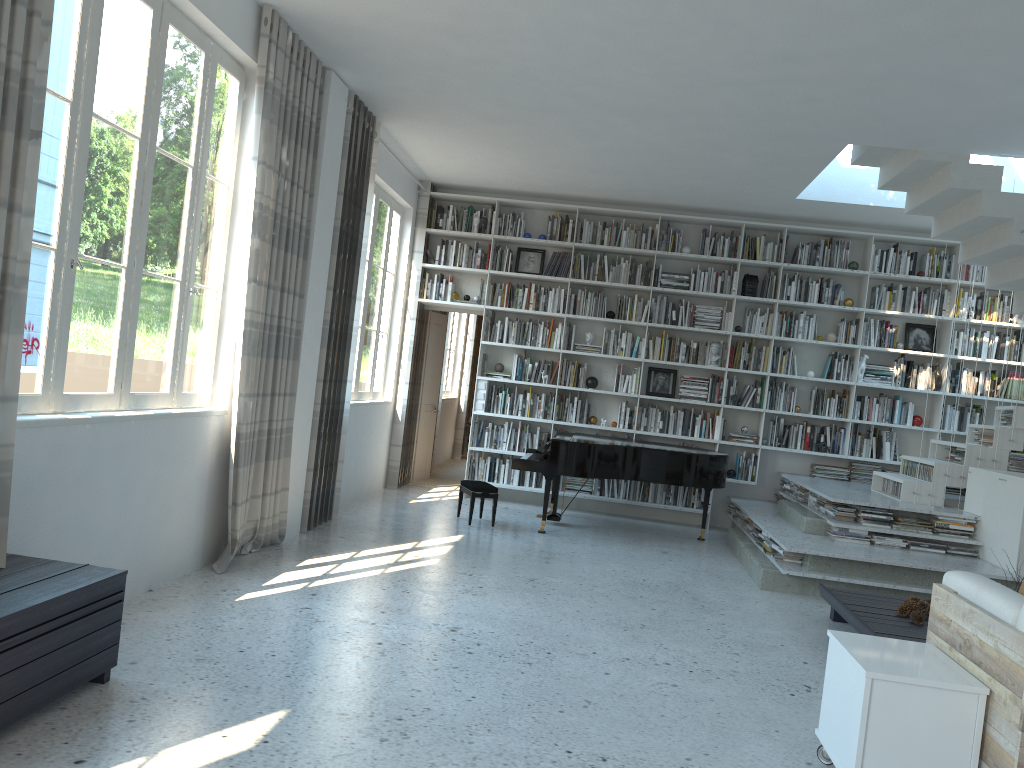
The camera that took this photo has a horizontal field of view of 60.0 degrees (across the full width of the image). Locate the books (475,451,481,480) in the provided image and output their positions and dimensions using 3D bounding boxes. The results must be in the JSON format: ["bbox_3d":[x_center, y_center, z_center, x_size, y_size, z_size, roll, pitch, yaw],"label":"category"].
[{"bbox_3d":[-0.364,0.866,9.399,0.044,0.294,0.181,7,1,6],"label":"books"}]

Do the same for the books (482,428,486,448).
[{"bbox_3d":[-0.282,0.571,9.399,0.024,0.198,0.148,7,1,6],"label":"books"}]

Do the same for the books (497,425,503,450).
[{"bbox_3d":[-0.127,0.562,9.355,0.010,0.252,0.177,7,1,6],"label":"books"}]

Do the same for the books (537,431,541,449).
[{"bbox_3d":[0.283,0.616,9.311,0.011,0.239,0.174,7,1,6],"label":"books"}]

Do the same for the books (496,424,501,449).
[{"bbox_3d":[-0.138,0.558,9.361,0.013,0.257,0.189,7,1,6],"label":"books"}]

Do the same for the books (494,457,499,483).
[{"bbox_3d":[-0.152,0.909,9.384,0.027,0.256,0.160,7,1,6],"label":"books"}]

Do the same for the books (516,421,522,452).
[{"bbox_3d":[0.076,0.548,9.336,0.014,0.325,0.170,7,1,6],"label":"books"}]

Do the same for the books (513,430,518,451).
[{"bbox_3d":[0.039,0.595,9.362,0.028,0.225,0.134,7,1,6],"label":"books"}]

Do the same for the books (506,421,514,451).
[{"bbox_3d":[-0.021,0.546,9.351,0.039,0.307,0.172,7,1,6],"label":"books"}]

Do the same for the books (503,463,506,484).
[{"bbox_3d":[-0.068,0.941,9.386,0.014,0.211,0.146,7,1,6],"label":"books"}]

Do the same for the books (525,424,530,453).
[{"bbox_3d":[0.164,0.571,9.339,0.013,0.301,0.172,7,1,6],"label":"books"}]

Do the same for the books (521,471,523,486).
[{"bbox_3d":[0.121,0.914,9.362,0.013,0.310,0.130,7,1,6],"label":"books"}]

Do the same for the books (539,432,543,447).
[{"bbox_3d":[0.306,0.624,9.344,0.030,0.227,0.140,7,1,6],"label":"books"}]

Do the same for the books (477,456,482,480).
[{"bbox_3d":[-0.332,0.893,9.403,0.024,0.246,0.143,7,1,6],"label":"books"}]

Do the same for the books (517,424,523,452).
[{"bbox_3d":[0.088,0.565,9.343,0.012,0.295,0.176,7,1,6],"label":"books"}]

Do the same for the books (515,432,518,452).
[{"bbox_3d":[0.059,0.605,9.359,0.013,0.209,0.154,7,1,6],"label":"books"}]

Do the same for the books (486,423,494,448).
[{"bbox_3d":[-0.231,0.543,9.377,0.029,0.266,0.171,7,1,6],"label":"books"}]

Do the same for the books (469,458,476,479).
[{"bbox_3d":[-0.422,0.898,9.417,0.023,0.216,0.158,7,1,6],"label":"books"}]

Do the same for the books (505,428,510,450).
[{"bbox_3d":[-0.048,0.581,9.374,0.012,0.232,0.148,7,1,6],"label":"books"}]

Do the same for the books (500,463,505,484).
[{"bbox_3d":[-0.094,0.943,9.359,0.030,0.201,0.168,7,1,6],"label":"books"}]

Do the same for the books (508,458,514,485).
[{"bbox_3d":[-0.005,0.921,9.353,0.025,0.266,0.159,7,1,6],"label":"books"}]

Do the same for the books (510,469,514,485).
[{"bbox_3d":[0.015,0.948,9.351,0.021,0.218,0.190,7,1,6],"label":"books"}]

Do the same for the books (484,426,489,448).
[{"bbox_3d":[-0.260,0.562,9.375,0.022,0.220,0.187,7,1,6],"label":"books"}]

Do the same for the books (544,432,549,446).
[{"bbox_3d":[0.357,0.626,9.332,0.026,0.236,0.140,7,1,6],"label":"books"}]

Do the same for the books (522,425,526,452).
[{"bbox_3d":[0.131,0.575,9.360,0.013,0.284,0.139,7,1,6],"label":"books"}]

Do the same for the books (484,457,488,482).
[{"bbox_3d":[-0.262,0.894,9.374,0.013,0.261,0.174,7,1,6],"label":"books"}]

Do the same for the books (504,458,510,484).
[{"bbox_3d":[-0.046,0.916,9.357,0.031,0.266,0.186,7,1,6],"label":"books"}]

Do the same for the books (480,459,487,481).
[{"bbox_3d":[-0.301,0.907,9.391,0.022,0.226,0.154,7,1,6],"label":"books"}]

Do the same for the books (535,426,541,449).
[{"bbox_3d":[0.271,0.590,9.339,0.025,0.288,0.130,7,1,6],"label":"books"}]

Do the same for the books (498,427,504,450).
[{"bbox_3d":[-0.109,0.575,9.367,0.028,0.229,0.157,7,1,6],"label":"books"}]

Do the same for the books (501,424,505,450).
[{"bbox_3d":[-0.084,0.556,9.383,0.013,0.274,0.146,7,1,6],"label":"books"}]

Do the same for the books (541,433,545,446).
[{"bbox_3d":[0.328,0.627,9.299,0.023,0.228,0.190,7,1,6],"label":"books"}]

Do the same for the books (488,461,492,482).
[{"bbox_3d":[-0.222,0.926,9.392,0.022,0.205,0.158,7,1,6],"label":"books"}]

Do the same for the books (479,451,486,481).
[{"bbox_3d":[-0.311,0.859,9.397,0.011,0.318,0.157,7,1,6],"label":"books"}]

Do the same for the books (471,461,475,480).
[{"bbox_3d":[-0.401,0.914,9.388,0.029,0.190,0.176,7,1,6],"label":"books"}]

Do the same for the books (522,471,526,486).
[{"bbox_3d":[0.134,0.963,9.359,0.024,0.214,0.137,7,1,6],"label":"books"}]

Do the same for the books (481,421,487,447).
[{"bbox_3d":[-0.295,0.531,9.400,0.010,0.273,0.150,7,1,6],"label":"books"}]

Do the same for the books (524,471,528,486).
[{"bbox_3d":[0.156,0.961,9.345,0.022,0.225,0.141,7,1,6],"label":"books"}]

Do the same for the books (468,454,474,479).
[{"bbox_3d":[-0.437,0.877,9.419,0.012,0.254,0.161,7,1,6],"label":"books"}]

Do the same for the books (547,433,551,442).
[{"bbox_3d":[0.383,0.632,9.320,0.030,0.230,0.151,7,1,6],"label":"books"}]

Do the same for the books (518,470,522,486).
[{"bbox_3d":[0.097,0.944,9.334,0.023,0.244,0.188,7,1,6],"label":"books"}]

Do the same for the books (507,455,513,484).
[{"bbox_3d":[-0.020,0.900,9.373,0.014,0.304,0.139,7,1,6],"label":"books"}]

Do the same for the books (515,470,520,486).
[{"bbox_3d":[0.067,0.969,9.337,0.031,0.188,0.190,7,1,6],"label":"books"}]

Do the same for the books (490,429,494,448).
[{"bbox_3d":[-0.206,0.579,9.396,0.025,0.200,0.137,7,1,6],"label":"books"}]

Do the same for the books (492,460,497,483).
[{"bbox_3d":[-0.179,0.924,9.381,0.022,0.221,0.163,7,1,6],"label":"books"}]

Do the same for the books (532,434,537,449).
[{"bbox_3d":[0.240,0.629,9.351,0.030,0.203,0.142,7,1,6],"label":"books"}]

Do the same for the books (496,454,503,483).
[{"bbox_3d":[-0.131,0.889,9.366,0.013,0.300,0.183,7,1,6],"label":"books"}]

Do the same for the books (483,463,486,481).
[{"bbox_3d":[-0.281,0.929,9.396,0.022,0.186,0.145,7,1,6],"label":"books"}]

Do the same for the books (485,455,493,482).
[{"bbox_3d":[-0.243,0.894,9.378,0.023,0.266,0.177,7,1,6],"label":"books"}]

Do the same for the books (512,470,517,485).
[{"bbox_3d":[0.039,0.956,9.347,0.028,0.206,0.171,7,1,6],"label":"books"}]

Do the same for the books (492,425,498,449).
[{"bbox_3d":[-0.179,0.558,9.397,0.022,0.248,0.133,7,1,6],"label":"books"}]

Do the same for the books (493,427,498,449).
[{"bbox_3d":[-0.160,0.573,9.362,0.028,0.223,0.189,7,1,6],"label":"books"}]

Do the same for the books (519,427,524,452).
[{"bbox_3d":[0.108,0.588,9.360,0.029,0.254,0.153,7,1,6],"label":"books"}]

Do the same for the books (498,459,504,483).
[{"bbox_3d":[-0.115,0.918,9.386,0.022,0.246,0.135,7,1,6],"label":"books"}]

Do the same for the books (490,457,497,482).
[{"bbox_3d":[-0.198,0.906,9.393,0.022,0.252,0.139,7,1,6],"label":"books"}]

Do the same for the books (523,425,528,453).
[{"bbox_3d":[0.147,0.574,9.346,0.022,0.291,0.137,7,1,6],"label":"books"}]

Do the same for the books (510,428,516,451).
[{"bbox_3d":[0.012,0.584,9.369,0.031,0.239,0.132,7,1,6],"label":"books"}]

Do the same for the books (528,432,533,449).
[{"bbox_3d":[0.195,0.617,9.338,0.059,0.216,0.177,7,1,6],"label":"books"}]

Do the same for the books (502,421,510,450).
[{"bbox_3d":[-0.063,0.545,9.373,0.027,0.299,0.142,7,1,6],"label":"books"}]
